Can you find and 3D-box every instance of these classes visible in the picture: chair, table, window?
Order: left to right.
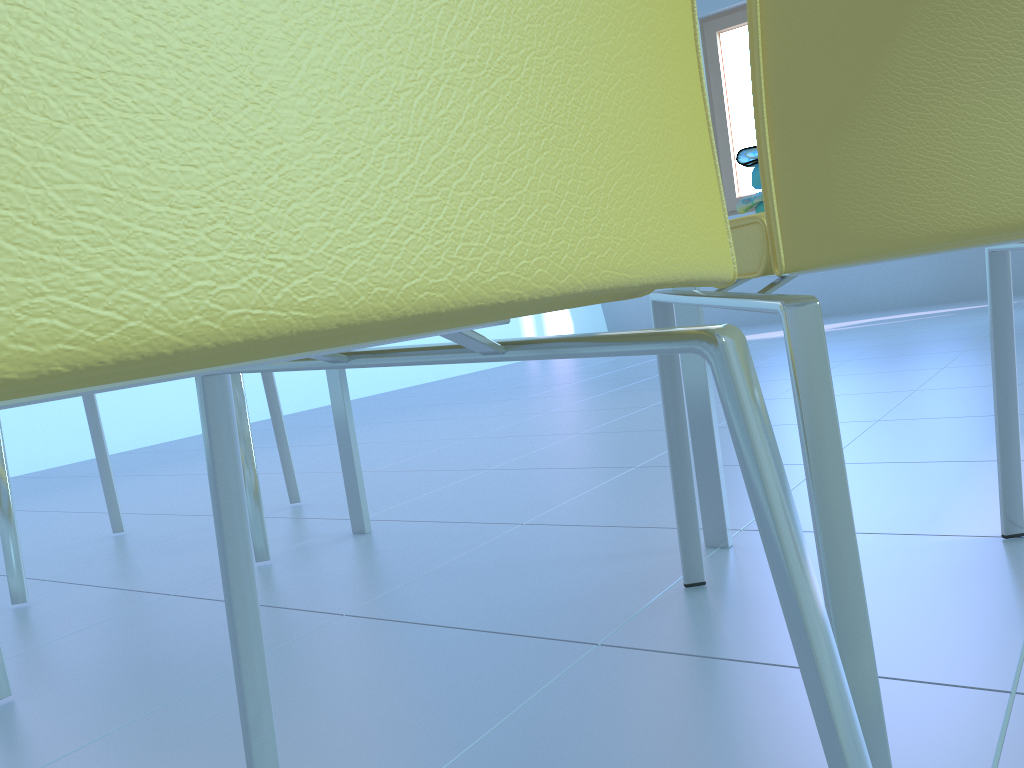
[{"bbox_3d":[-0.884,0.035,0.887,0.484,0.695,0.387,-5,6,33],"label":"chair"},{"bbox_3d":[-0.150,-0.026,0.331,0.484,0.695,0.387,-5,6,38],"label":"chair"},{"bbox_3d":[-0.365,0.024,0.806,0.730,0.590,1.173,-5,6,35],"label":"table"},{"bbox_3d":[-0.639,-0.058,1.554,0.387,0.695,0.484,-9,5,-6],"label":"chair"},{"bbox_3d":[1.884,-1.756,5.298,1.475,1.263,0.142,-5,6,35],"label":"window"},{"bbox_3d":[0.336,-0.130,0.720,0.387,0.695,0.484,-8,5,-1],"label":"chair"}]

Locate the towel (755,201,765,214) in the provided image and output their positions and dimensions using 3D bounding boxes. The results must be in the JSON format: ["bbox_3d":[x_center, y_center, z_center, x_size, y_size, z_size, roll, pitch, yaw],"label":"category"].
[{"bbox_3d":[0.327,-0.161,0.734,0.201,0.024,0.195,-12,6,-35],"label":"towel"}]

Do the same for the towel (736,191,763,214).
[{"bbox_3d":[0.320,-0.173,0.734,0.201,0.024,0.195,-11,6,-29],"label":"towel"}]

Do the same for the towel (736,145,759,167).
[{"bbox_3d":[0.316,-0.204,0.726,0.190,0.033,0.195,-11,5,-28],"label":"towel"}]

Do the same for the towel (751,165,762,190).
[{"bbox_3d":[0.320,-0.189,0.731,0.192,0.027,0.195,-12,6,-33],"label":"towel"}]
